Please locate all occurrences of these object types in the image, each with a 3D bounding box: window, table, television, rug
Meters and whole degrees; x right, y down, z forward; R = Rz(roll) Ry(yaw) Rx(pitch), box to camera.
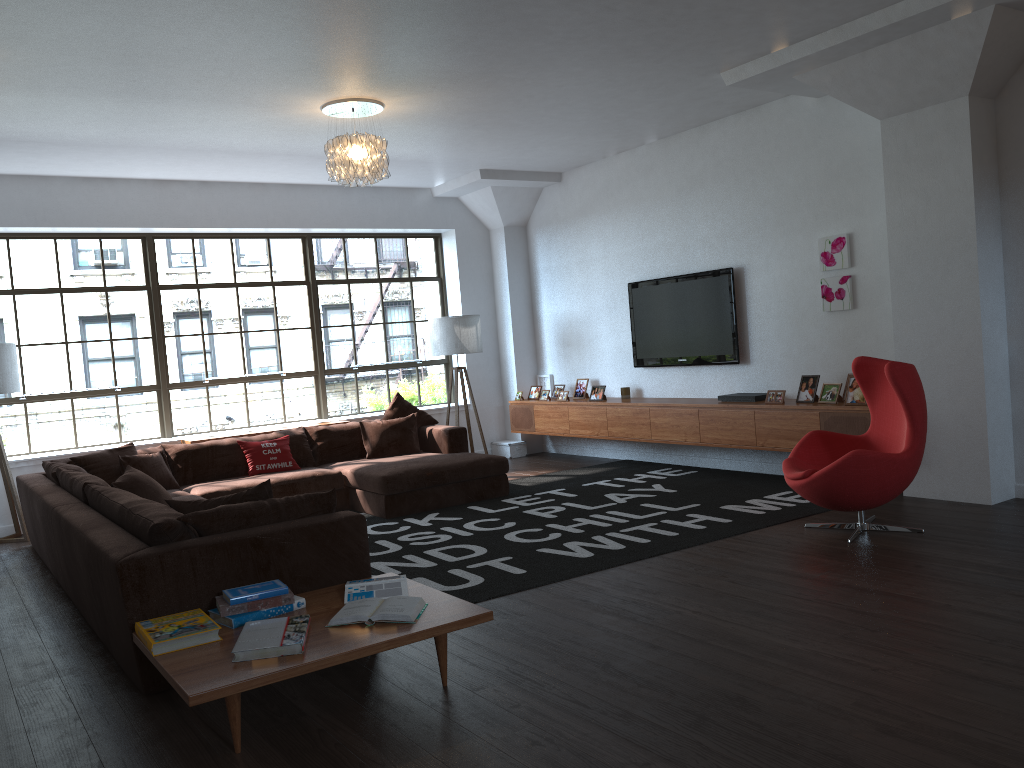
[{"bbox_3d":[-2.683,-0.507,8.787,4.648,1.905,0.114,-6,3,-34],"label":"window"},{"bbox_3d":[-0.751,1.033,3.352,1.100,0.271,0.853,-6,3,-34],"label":"table"},{"bbox_3d":[1.512,-0.567,7.979,0.013,0.816,1.324,-6,3,-34],"label":"television"},{"bbox_3d":[0.204,0.945,6.429,4.200,0.007,3.100,-6,3,-32],"label":"rug"}]

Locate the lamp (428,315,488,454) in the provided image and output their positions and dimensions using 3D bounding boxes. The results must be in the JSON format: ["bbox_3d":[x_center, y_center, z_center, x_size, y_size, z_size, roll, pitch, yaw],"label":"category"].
[{"bbox_3d":[-0.546,0.081,9.352,0.545,1.579,0.545,-6,3,-23],"label":"lamp"}]

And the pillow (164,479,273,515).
[{"bbox_3d":[-1.338,0.656,4.227,0.559,0.411,0.269,-4,3,12],"label":"pillow"}]

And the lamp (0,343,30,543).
[{"bbox_3d":[-4.172,0.484,7.051,0.545,1.579,0.545,-7,4,-45],"label":"lamp"}]

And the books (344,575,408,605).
[{"bbox_3d":[-0.571,0.846,3.728,0.256,0.035,0.350,-5,3,-8],"label":"books"}]

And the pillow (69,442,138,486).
[{"bbox_3d":[-3.018,0.681,6.769,0.334,0.418,0.580,-3,3,29],"label":"pillow"}]

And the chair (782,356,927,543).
[{"bbox_3d":[1.996,0.354,5.200,0.801,1.006,0.798,-5,3,-8],"label":"chair"}]

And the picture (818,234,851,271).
[{"bbox_3d":[2.418,-0.984,6.657,0.030,0.250,0.250,-6,3,-34],"label":"picture"}]

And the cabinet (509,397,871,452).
[{"bbox_3d":[1.416,0.323,7.986,0.459,0.350,4.501,-6,3,-34],"label":"cabinet"}]

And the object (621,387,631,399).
[{"bbox_3d":[1.104,0.089,8.620,0.089,0.110,0.089,-4,3,11],"label":"object"}]

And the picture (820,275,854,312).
[{"bbox_3d":[2.443,-0.678,6.671,0.030,0.250,0.250,-6,3,-34],"label":"picture"}]

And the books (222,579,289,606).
[{"bbox_3d":[-1.017,0.824,3.514,0.224,0.027,0.157,-6,3,-29],"label":"books"}]

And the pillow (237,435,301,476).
[{"bbox_3d":[-2.046,0.603,7.473,0.465,0.308,0.220,-7,3,-37],"label":"pillow"}]

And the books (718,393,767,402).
[{"bbox_3d":[1.937,0.113,7.326,0.250,0.053,0.400,-6,3,-34],"label":"books"}]

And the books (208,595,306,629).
[{"bbox_3d":[-1.011,0.891,3.515,0.312,0.037,0.216,-7,4,-44],"label":"books"}]

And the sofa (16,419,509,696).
[{"bbox_3d":[-1.227,0.747,6.087,3.481,0.664,4.197,-6,3,-34],"label":"sofa"}]

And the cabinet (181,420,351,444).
[{"bbox_3d":[-2.276,0.746,8.394,1.520,0.625,0.350,-6,3,-34],"label":"cabinet"}]

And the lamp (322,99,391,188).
[{"bbox_3d":[-1.093,-1.669,6.222,0.441,0.539,0.442,-4,3,9],"label":"lamp"}]

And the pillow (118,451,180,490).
[{"bbox_3d":[-2.805,0.681,6.795,0.238,0.337,0.489,-3,3,26],"label":"pillow"}]

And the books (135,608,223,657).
[{"bbox_3d":[-1.241,0.917,3.290,0.241,0.045,0.334,-6,3,-32],"label":"books"}]

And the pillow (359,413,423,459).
[{"bbox_3d":[-1.087,0.467,7.971,0.542,0.362,0.248,-5,3,-13],"label":"pillow"}]

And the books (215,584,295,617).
[{"bbox_3d":[-1.020,0.856,3.514,0.279,0.035,0.191,-6,3,-24],"label":"books"}]

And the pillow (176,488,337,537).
[{"bbox_3d":[-1.155,0.692,4.029,0.750,0.364,0.289,-6,3,-34],"label":"pillow"}]

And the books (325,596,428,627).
[{"bbox_3d":[-0.508,0.857,3.357,0.342,0.040,0.231,-4,3,6],"label":"books"}]

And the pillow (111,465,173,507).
[{"bbox_3d":[-2.219,0.697,5.356,0.325,0.391,0.625,-5,3,-17],"label":"pillow"}]

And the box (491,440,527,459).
[{"bbox_3d":[-0.031,0.724,9.882,0.228,0.165,0.368,-6,3,-34],"label":"box"}]

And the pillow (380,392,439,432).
[{"bbox_3d":[-1.015,0.367,8.219,0.335,0.587,0.651,-3,3,35],"label":"pillow"}]

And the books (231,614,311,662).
[{"bbox_3d":[-0.846,0.896,3.142,0.236,0.035,0.340,-5,3,-9],"label":"books"}]
